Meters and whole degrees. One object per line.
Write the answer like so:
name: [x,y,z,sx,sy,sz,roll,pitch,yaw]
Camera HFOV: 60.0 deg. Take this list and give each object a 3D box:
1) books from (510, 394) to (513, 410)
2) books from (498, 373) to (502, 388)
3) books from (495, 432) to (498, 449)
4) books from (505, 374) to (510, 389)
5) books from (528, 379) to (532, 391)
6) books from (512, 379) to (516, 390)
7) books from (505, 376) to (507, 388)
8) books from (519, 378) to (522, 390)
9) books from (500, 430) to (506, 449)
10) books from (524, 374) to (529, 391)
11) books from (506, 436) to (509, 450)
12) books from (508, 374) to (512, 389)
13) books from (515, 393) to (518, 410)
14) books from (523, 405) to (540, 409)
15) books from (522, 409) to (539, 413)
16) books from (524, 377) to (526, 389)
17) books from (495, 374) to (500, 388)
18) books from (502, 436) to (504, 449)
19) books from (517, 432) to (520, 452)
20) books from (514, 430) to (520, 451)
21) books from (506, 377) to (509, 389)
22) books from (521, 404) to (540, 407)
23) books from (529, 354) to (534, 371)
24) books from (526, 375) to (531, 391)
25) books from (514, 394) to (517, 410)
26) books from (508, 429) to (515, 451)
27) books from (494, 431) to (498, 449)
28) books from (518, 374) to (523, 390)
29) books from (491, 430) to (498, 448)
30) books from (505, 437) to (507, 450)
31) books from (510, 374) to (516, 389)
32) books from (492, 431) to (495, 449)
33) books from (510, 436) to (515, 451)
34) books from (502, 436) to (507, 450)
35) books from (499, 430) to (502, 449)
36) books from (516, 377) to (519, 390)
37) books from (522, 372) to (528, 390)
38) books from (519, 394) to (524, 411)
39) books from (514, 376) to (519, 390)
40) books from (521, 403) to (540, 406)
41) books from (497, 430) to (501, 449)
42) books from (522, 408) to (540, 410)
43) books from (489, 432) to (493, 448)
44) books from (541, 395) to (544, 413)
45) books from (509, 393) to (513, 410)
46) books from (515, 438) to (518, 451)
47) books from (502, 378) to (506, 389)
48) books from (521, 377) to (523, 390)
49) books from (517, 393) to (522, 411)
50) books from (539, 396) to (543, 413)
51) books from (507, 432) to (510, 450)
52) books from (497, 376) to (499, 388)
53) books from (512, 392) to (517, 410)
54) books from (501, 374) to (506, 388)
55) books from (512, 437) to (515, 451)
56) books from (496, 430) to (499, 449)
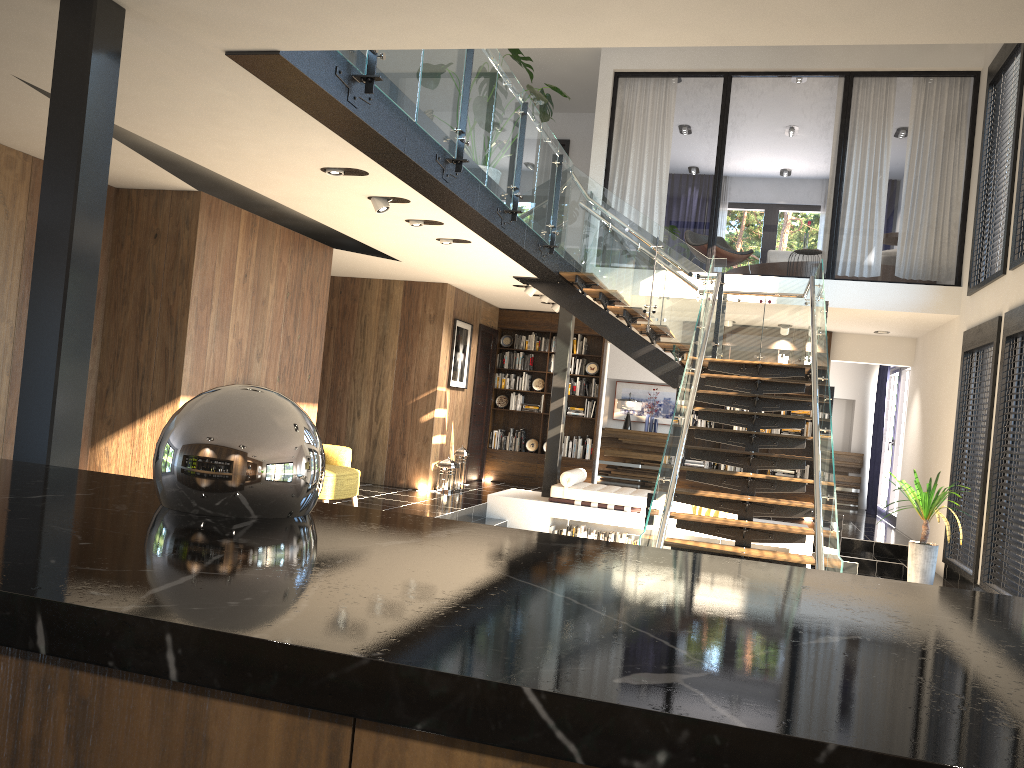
books: [0.012,0.276,13.809,0.026,0.257,0.192,5,-1,15]
books: [-0.166,-0.048,13.879,0.022,0.235,0.194,5,-1,15]
books: [-0.218,0.882,13.863,0.022,0.269,0.216,5,-1,15]
books: [-0.065,-0.038,13.895,0.019,0.236,0.139,5,-1,15]
books: [0.275,0.020,13.782,0.015,0.181,0.136,5,-1,15]
books: [0.041,0.006,13.843,0.026,0.167,0.173,5,-1,15]
books: [-0.083,-0.026,13.906,0.018,0.208,0.126,5,-1,15]
books: [0.149,0.002,13.801,0.025,0.193,0.172,5,-1,15]
books: [-0.143,0.872,13.870,0.020,0.304,0.189,5,-1,15]
books: [0.237,-0.023,13.782,0.021,0.260,0.197,5,-1,15]
books: [-0.045,0.922,13.832,0.026,0.222,0.209,5,-1,15]
books: [-0.008,-0.033,13.865,0.036,0.235,0.170,5,-1,15]
books: [0.092,0.280,13.819,0.024,0.265,0.148,5,-1,15]
books: [0.302,0.363,13.762,0.244,0.033,0.142,5,-1,11]
books: [0.296,0.416,13.759,0.262,0.032,0.155,5,-1,17]
books: [0.218,0.000,13.798,0.018,0.210,0.157,5,-1,15]
books: [-0.226,-0.047,13.931,0.030,0.224,0.166,5,-1,15]
books: [-0.116,0.921,13.883,0.035,0.212,0.159,5,-1,15]
books: [0.128,0.896,13.776,0.027,0.304,0.204,5,-1,15]
books: [0.076,0.883,13.790,0.016,0.322,0.219,5,-1,15]
books: [-0.049,-0.009,13.860,0.035,0.180,0.165,5,-1,15]
books: [0.300,0.337,13.751,0.293,0.016,0.174,5,-1,14]
books: [0.302,-0.336,13.793,0.035,0.266,0.133,5,-1,15]
books: [0.263,-0.013,13.797,0.023,0.244,0.133,5,-1,15]
books: [0.066,0.288,13.832,0.031,0.245,0.120,5,-1,15]
books: [-0.010,0.865,13.795,0.016,0.341,0.217,5,-1,15]
books: [-0.234,0.874,13.900,0.030,0.282,0.170,5,-1,15]
books: [0.133,-0.024,13.819,0.020,0.243,0.154,5,-1,15]
books: [-0.273,0.868,13.925,0.032,0.288,0.180,5,-1,15]
books: [-0.070,0.928,13.849,0.029,0.206,0.167,5,-1,15]
books: [0.016,-0.032,13.837,0.026,0.237,0.164,5,-1,15]
books: [-0.260,0.872,13.889,0.014,0.282,0.233,5,-1,15]
books: [0.018,0.928,13.825,0.034,0.223,0.209,5,-1,15]
books: [-0.101,0.919,13.830,0.021,0.217,0.220,5,-1,15]
books: [-0.159,0.872,13.881,0.018,0.301,0.195,5,-1,15]
books: [0.107,-0.008,13.797,0.016,0.205,0.205,5,-1,15]
books: [0.201,-0.039,13.789,0.018,0.284,0.198,5,-1,15]
books: [0.151,0.292,13.813,0.030,0.253,0.138,5,-1,15]
books: [0.083,-0.015,13.840,0.053,0.216,0.151,5,-1,15]
books: [0.301,0.322,13.743,0.292,0.013,0.187,5,-1,18]
books: [-0.184,0.867,13.853,0.015,0.306,0.222,5,-1,15]
books: [0.300,0.389,13.762,0.266,0.021,0.152,5,-1,13]
books: [-0.307,0.878,13.927,0.032,0.261,0.195,5,-1,15]
books: [0.487,0.305,13.688,0.018,0.286,0.157,5,-1,15]
books: [-0.001,0.272,13.850,0.020,0.264,0.152,5,-1,15]
books: [0.099,0.942,13.802,0.033,0.208,0.192,5,-1,15]
books: [-0.116,-0.010,13.893,0.037,0.169,0.148,5,-1,15]
books: [0.182,-0.005,13.818,0.027,0.214,0.159,5,-1,15]
books: [0.118,0.275,13.804,0.032,0.279,0.133,5,-1,15]
books: [0.468,0.316,13.718,0.032,0.261,0.157,5,-1,15]
books: [-0.025,0.893,13.816,0.017,0.282,0.232,5,-1,15]
books: [-0.193,-0.028,13.916,0.045,0.192,0.164,5,-1,15]
books: [0.037,0.270,13.814,0.018,0.275,0.144,5,-1,15]
books: [-0.135,-0.042,13.919,0.018,0.232,0.123,5,-1,15]
books: [0.051,0.931,13.815,0.036,0.222,0.174,5,-1,15]
books: [-0.197,0.867,13.863,0.016,0.304,0.217,5,-1,15]
